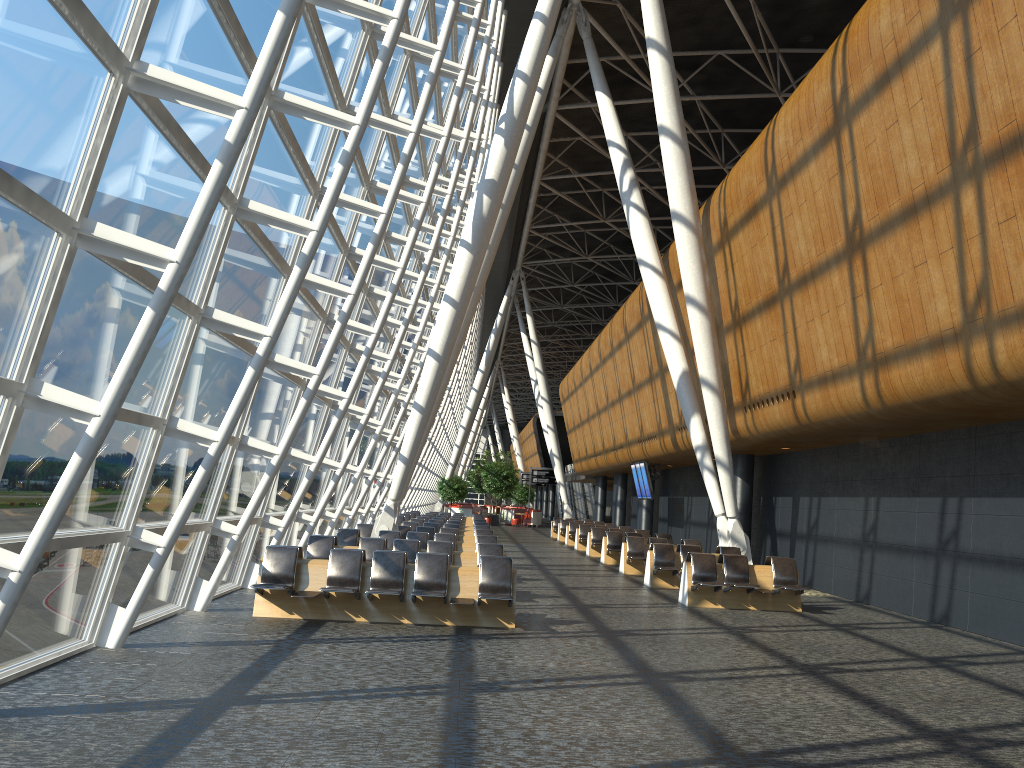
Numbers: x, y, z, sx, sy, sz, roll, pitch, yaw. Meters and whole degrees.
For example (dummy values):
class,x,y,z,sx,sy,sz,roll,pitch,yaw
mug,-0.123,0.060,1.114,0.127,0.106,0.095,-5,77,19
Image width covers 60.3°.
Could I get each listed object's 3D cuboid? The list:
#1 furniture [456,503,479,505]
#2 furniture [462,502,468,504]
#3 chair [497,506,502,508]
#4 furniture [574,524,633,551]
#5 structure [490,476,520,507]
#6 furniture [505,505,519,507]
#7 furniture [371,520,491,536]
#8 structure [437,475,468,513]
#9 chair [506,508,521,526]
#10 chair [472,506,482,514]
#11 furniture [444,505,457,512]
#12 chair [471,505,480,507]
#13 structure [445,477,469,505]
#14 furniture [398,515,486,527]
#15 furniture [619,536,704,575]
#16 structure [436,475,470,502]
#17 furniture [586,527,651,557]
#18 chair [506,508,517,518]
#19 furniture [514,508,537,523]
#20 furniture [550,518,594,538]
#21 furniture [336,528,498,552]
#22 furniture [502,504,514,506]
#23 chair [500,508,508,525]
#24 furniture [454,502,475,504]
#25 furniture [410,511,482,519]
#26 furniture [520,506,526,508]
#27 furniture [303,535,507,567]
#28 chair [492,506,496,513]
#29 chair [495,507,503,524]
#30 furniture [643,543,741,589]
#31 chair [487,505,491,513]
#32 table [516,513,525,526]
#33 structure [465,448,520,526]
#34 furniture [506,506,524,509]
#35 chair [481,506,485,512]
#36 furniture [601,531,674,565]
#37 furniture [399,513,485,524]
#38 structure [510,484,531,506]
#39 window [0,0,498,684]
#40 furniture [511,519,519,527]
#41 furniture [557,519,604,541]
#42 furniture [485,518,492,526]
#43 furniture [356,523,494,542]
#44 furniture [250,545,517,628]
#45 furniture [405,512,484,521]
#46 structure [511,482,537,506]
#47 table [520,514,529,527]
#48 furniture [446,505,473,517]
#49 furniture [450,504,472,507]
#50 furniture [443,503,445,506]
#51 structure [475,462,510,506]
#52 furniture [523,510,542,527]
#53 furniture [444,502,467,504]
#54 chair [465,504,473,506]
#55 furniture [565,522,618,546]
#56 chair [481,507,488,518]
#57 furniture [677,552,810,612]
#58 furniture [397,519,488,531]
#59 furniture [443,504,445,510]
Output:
class,x,y,z,sx,sy,sz,roll,pitch,yaw
furniture,-3.493,10.084,70.548,0.888,1.004,2.846,0,-7,40
furniture,-5.893,14.055,101.563,3.251,0.865,1.670,3,-6,-3
chair,-0.673,9.064,61.566,0.622,1.006,0.665,1,-4,32
furniture,3.111,5.214,29.782,1.897,0.865,1.670,3,-6,-3
structure,-0.574,8.257,64.783,2.277,3.464,2.231,2,-3,10
furniture,0.085,13.260,93.068,1.897,0.865,1.670,3,-6,-3
furniture,-2.151,4.103,23.296,3.251,0.865,1.670,3,-6,-3
structure,-3.368,6.526,49.840,1.779,2.769,1.741,0,-4,45
chair,0.092,7.845,51.858,0.622,1.006,0.664,0,-4,42
chair,-2.253,7.818,52.577,0.622,1.006,0.665,2,-3,22
furniture,-3.624,7.972,54.309,0.888,1.002,2.850,2,-7,10
chair,-2.611,8.770,60.062,0.622,1.006,0.665,2,-3,22
structure,-3.704,7.397,56.975,1.831,2.841,1.792,0,-4,45
furniture,-2.437,4.865,29.288,3.251,0.865,1.670,3,-6,-3
furniture,3.541,4.071,20.794,1.897,0.865,1.670,3,-6,-3
structure,-3.591,6.795,52.738,1.924,2.958,1.867,5,-3,-28
furniture,3.254,4.833,26.786,1.897,0.865,1.670,3,-6,-3
chair,0.091,7.989,52.971,0.660,1.006,0.626,0,-4,42
furniture,0.622,8.305,55.194,0.892,1.003,2.833,6,-7,-35
furniture,2.681,6.357,38.770,1.897,0.865,1.670,3,-6,-3
furniture,-1.864,3.342,17.304,3.251,0.865,1.670,3,-6,-3
furniture,-0.345,14.403,102.056,1.897,0.865,1.670,3,-6,-3
chair,-0.315,8.112,54.080,0.622,1.006,0.665,1,-4,32
furniture,-5.607,13.293,95.570,3.251,0.865,1.670,3,-6,-3
furniture,-2.867,6.008,38.277,3.251,0.865,1.670,3,-6,-3
furniture,0.629,10.119,69.188,0.889,1.002,2.847,3,-7,-5
furniture,-1.721,2.961,14.308,3.251,0.865,1.670,3,-6,-3
chair,-1.007,9.194,62.697,0.660,1.006,0.626,1,-4,32
chair,-0.649,8.242,55.212,0.660,1.006,0.626,1,-4,32
furniture,3.684,3.690,17.798,1.897,0.865,1.670,3,-6,-3
chair,-1.496,9.670,66.566,0.662,1.006,0.624,4,-3,-18
table,0.591,8.074,52.427,0.798,0.747,0.804,2,-5,14
structure,-1.357,6.197,53.304,3.096,4.516,5.832,3,-5,-10
furniture,0.264,9.256,62.679,0.892,1.003,2.833,6,-7,-35
chair,-2.193,8.621,58.752,0.660,1.006,0.626,2,-3,22
furniture,3.398,4.452,23.790,1.897,0.865,1.670,3,-6,-3
furniture,-2.580,5.246,32.284,3.251,0.865,1.670,3,-6,-3
structure,0.589,9.455,71.710,1.934,2.985,1.893,0,-4,45
window,-5.220,4.431,78.065,3.720,13.964,167.302,3,-7,-2
furniture,0.181,7.951,50.519,0.442,0.458,0.446,2,-4,10
furniture,2.824,5.976,35.774,1.897,0.865,1.670,3,-6,-3
furniture,-1.368,7.806,50.012,0.443,0.458,0.445,-1,-5,40
furniture,-2.007,3.723,20.300,3.251,0.865,1.670,3,-6,-3
furniture,-1.578,2.580,11.312,3.251,0.865,1.670,3,-6,-3
furniture,-2.724,5.627,35.280,3.251,0.865,1.670,3,-6,-3
structure,0.758,8.223,61.301,1.779,2.769,1.741,0,-4,45
table,0.539,7.873,50.894,0.798,0.747,0.804,2,-5,14
furniture,-2.973,7.632,51.424,0.892,1.003,2.833,6,-7,-35
furniture,-3.331,8.583,58.909,0.892,1.003,2.833,6,-7,-35
furniture,-4.747,11.007,77.594,3.251,0.865,1.670,3,-6,-3
structure,-1.686,8.249,69.264,3.089,4.517,5.784,2,-5,20
furniture,1.273,7.964,52.309,0.888,1.002,2.850,2,-7,10
furniture,-5.320,12.531,89.578,3.251,0.865,1.670,3,-6,-3
chair,-3.461,9.628,67.019,0.625,1.006,0.661,5,-4,-37
furniture,2.968,5.595,32.778,1.897,0.865,1.670,3,-6,-3
chair,-1.835,7.670,51.267,0.660,1.006,0.626,2,-3,22
furniture,3.827,3.309,14.802,1.897,0.865,1.670,3,-6,-3
furniture,-2.294,4.484,26.292,3.251,0.865,1.670,3,-6,-3
furniture,-4.604,10.626,74.598,3.251,0.865,1.670,3,-6,-3
